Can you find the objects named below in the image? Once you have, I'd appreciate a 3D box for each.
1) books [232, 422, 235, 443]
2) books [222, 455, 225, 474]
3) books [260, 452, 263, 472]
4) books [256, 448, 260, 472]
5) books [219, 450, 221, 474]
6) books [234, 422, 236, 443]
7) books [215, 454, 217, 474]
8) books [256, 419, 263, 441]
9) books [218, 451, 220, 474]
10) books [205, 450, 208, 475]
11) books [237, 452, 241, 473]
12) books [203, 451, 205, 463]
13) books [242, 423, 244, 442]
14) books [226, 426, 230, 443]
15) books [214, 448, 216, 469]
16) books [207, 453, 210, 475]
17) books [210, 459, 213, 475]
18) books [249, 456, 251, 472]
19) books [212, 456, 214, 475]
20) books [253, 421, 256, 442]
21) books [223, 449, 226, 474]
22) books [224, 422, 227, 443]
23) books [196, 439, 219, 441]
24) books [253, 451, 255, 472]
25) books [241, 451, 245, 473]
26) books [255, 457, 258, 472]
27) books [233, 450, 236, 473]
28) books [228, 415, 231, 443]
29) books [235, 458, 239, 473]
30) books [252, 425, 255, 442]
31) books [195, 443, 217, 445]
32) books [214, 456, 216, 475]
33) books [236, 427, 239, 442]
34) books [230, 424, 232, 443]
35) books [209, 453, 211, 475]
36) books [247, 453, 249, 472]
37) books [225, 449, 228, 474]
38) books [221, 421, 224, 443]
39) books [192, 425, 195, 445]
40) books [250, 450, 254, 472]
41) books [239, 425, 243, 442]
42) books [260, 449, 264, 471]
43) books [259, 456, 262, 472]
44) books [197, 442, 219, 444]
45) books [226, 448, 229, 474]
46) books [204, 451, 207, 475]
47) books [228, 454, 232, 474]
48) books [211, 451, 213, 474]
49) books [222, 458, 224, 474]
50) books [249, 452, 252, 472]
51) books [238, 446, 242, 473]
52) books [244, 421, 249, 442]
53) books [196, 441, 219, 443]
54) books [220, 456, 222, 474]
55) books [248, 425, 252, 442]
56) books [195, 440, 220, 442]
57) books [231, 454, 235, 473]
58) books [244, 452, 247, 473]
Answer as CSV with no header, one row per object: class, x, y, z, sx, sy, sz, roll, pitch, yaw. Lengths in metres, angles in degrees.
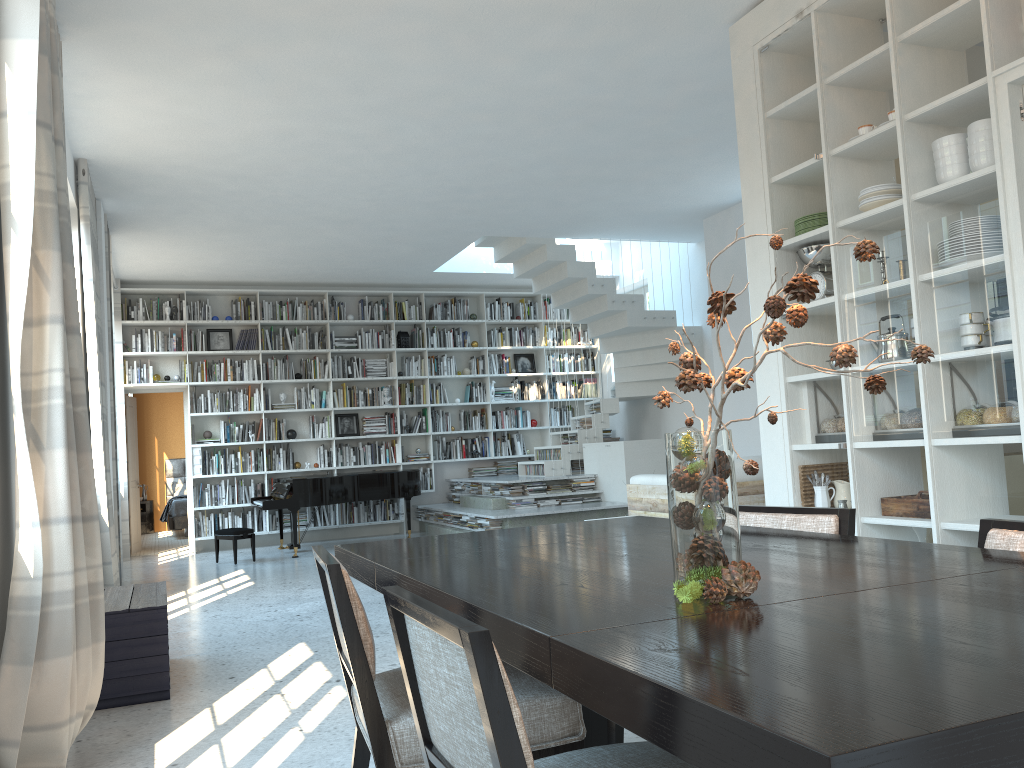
books,-3.392,0.595,10.791,0.022,0.248,0.129,-2,-4,-22
books,-3.490,0.972,10.729,0.016,0.230,0.136,-2,-4,-22
books,-3.074,0.953,10.869,0.010,0.240,0.174,-2,-4,-22
books,-3.106,0.930,10.851,0.014,0.286,0.179,-2,-4,-22
books,-3.519,0.943,10.681,0.007,0.286,0.182,-2,-4,-22
books,-3.370,0.592,10.780,0.011,0.250,0.172,-2,-4,-22
books,-3.564,0.967,10.676,0.014,0.243,0.171,-2,-4,-22
books,-3.097,0.568,10.860,0.082,0.276,0.228,-2,-4,-22
books,-3.535,0.949,10.699,0.009,0.277,0.158,-2,-4,-22
books,-3.666,0.945,10.644,0.014,0.294,0.171,-2,-4,-22
books,-3.321,0.954,10.775,0.026,0.254,0.176,-2,-4,-22
books,-3.694,0.951,10.642,0.008,0.285,0.159,-2,-4,-22
books,-3.287,0.595,10.835,0.013,0.241,0.141,-2,-4,-22
books,-3.441,0.614,10.734,0.029,0.208,0.189,-2,-4,-22
books,-3.576,0.932,10.677,0.006,0.314,0.145,-2,-4,-22
books,-3.651,0.964,10.657,0.022,0.257,0.141,-2,-4,-22
books,-3.610,0.993,10.633,0.019,0.189,0.193,-2,-4,-22
books,-3.208,0.981,10.830,0.023,0.194,0.140,-2,-4,-22
books,-3.598,0.981,10.668,0.015,0.218,0.176,-2,-4,-22
books,-3.159,0.585,10.877,0.021,0.251,0.154,-2,-4,-22
books,-3.482,0.938,10.737,0.009,0.299,0.141,-2,-4,-22
books,-3.481,0.594,10.751,0.031,0.255,0.143,-2,-4,-22
books,-3.664,0.672,10.674,0.254,0.012,0.161,-2,-4,-21
books,-3.163,0.947,10.848,0.013,0.260,0.142,-2,-4,-22
books,-3.274,0.948,10.783,0.028,0.260,0.181,-2,-4,-22
books,-3.135,0.985,10.855,0.041,0.181,0.141,-2,-4,-22
books,-3.366,0.941,10.757,0.014,0.282,0.150,-2,-4,-22
books,-3.438,0.553,10.776,0.011,0.335,0.153,-2,-4,-22
books,-3.340,0.990,10.753,0.029,0.181,0.190,-2,-4,-22
books,-3.179,0.607,10.864,0.027,0.209,0.144,-2,-4,-22
books,-3.660,0.720,10.667,0.285,0.012,0.159,-2,-4,-19
books,-3.580,0.980,10.661,0.015,0.216,0.180,-2,-4,-22
books,-3.345,0.620,10.774,0.029,0.190,0.189,-2,-4,-22
books,-3.418,0.605,10.787,0.030,0.231,0.148,-2,-4,-22
books,-3.630,0.958,10.645,0.007,0.264,0.177,-2,-4,-22
books,-3.230,0.964,10.820,0.025,0.229,0.153,-2,-4,-22
books,-3.455,0.934,10.709,0.019,0.300,0.180,-2,-4,-22
books,-3.504,0.585,10.735,0.024,0.272,0.150,-2,-4,-22
books,-3.818,0.610,10.610,0.028,0.243,0.156,-2,-4,-22
books,-3.171,0.943,10.825,0.021,0.265,0.185,-2,-4,-22
books,-3.318,0.610,10.821,0.056,0.214,0.143,-2,-4,-22
books,-3.067,0.934,10.897,0.024,0.280,0.136,-2,-4,-22
books,-3.097,0.982,10.885,0.023,0.186,0.130,-2,-4,-22
books,-3.662,0.709,10.672,0.254,0.012,0.161,-2,-4,-21
books,-3.446,0.932,10.726,0.012,0.306,0.189,-2,-4,-22
books,-3.682,0.948,10.645,0.016,0.289,0.152,-2,-4,-22
books,-3.424,0.970,10.751,0.045,0.230,0.138,-2,-4,-22
books,-3.608,0.950,10.659,0.008,0.279,0.164,-2,-4,-22
books,-3.492,0.991,10.690,0.016,0.188,0.183,-2,-4,-22
books,-3.192,0.954,10.834,0.010,0.246,0.160,-2,-4,-22
books,-3.302,0.919,10.783,0.021,0.322,0.172,-2,-4,-22
books,-3.248,0.586,10.835,0.060,0.255,0.158,-2,-4,-22
books,-3.661,0.696,10.669,0.254,0.012,0.161,-2,-5,-25
books,-3.509,0.976,10.689,0.015,0.219,0.190,-2,-4,-22
books,-3.202,0.608,10.844,0.030,0.207,0.172,-2,-4,-22
books,-3.661,0.684,10.667,0.285,0.012,0.159,-2,-4,-18
books,-3.384,0.968,10.749,0.027,0.229,0.159,-2,-4,-22
books,-3.250,0.954,10.797,0.028,0.249,0.159,-2,-4,-22
